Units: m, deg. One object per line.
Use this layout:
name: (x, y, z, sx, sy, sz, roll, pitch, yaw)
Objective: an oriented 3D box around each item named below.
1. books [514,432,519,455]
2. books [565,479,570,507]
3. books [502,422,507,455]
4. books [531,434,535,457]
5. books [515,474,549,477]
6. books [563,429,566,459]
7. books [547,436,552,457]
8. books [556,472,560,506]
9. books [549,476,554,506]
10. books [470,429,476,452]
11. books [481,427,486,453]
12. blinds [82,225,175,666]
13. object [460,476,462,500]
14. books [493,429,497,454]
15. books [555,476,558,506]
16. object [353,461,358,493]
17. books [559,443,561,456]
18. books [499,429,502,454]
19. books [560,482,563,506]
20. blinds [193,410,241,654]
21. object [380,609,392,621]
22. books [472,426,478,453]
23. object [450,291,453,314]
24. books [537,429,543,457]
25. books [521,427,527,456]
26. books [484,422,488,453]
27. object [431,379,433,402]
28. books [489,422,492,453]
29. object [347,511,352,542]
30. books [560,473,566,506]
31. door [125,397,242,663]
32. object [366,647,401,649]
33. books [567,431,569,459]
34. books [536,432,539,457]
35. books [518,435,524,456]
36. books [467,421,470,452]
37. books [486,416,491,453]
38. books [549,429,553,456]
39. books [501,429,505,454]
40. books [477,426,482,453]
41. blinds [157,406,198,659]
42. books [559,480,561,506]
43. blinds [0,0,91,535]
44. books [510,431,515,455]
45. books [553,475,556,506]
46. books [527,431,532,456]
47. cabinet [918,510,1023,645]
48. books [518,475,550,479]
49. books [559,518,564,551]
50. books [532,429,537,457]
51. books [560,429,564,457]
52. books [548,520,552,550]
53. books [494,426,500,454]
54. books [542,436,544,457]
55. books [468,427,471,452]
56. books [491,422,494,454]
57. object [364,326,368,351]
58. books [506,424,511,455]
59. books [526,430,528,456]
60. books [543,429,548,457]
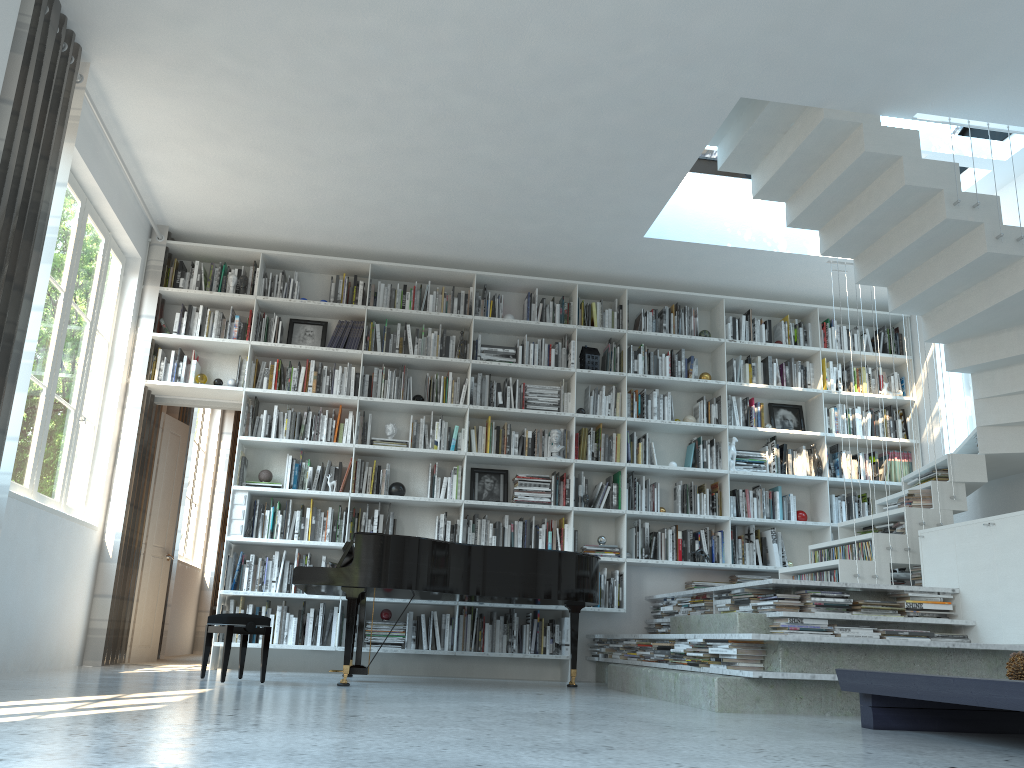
books: (0.019, 0.502, 7.021, 0.030, 0.214, 0.169, 5, -16, -8)
books: (0.420, 0.877, 6.969, 0.034, 0.228, 0.200, 5, -16, -8)
books: (-0.062, 0.462, 7.018, 0.013, 0.283, 0.177, 5, -16, -8)
books: (0.151, 0.517, 7.028, 0.029, 0.200, 0.179, 5, -16, -8)
books: (0.158, 0.732, 6.982, 0.254, 0.012, 0.161, 4, -16, -4)
books: (0.407, 0.508, 7.081, 0.014, 0.265, 0.154, 5, -16, -8)
books: (0.286, 0.531, 7.062, 0.035, 0.201, 0.149, 5, -16, -8)
books: (0.352, 0.849, 6.989, 0.011, 0.287, 0.152, 5, -16, -8)
books: (0.307, 0.860, 6.971, 0.012, 0.253, 0.161, 5, -16, -8)
books: (-0.310, 0.476, 6.966, 0.053, 0.208, 0.156, 5, -16, -8)
books: (-0.232, 0.471, 6.996, 0.029, 0.239, 0.156, 5, -16, -8)
blinds: (-2.812, 0.435, 6.712, 0.140, 3.220, 0.778, 5, -16, -8)
object: (-0.405, 0.827, 6.889, 0.017, 0.215, 0.104, 5, -16, -8)
books: (-0.149, 0.485, 7.012, 0.024, 0.228, 0.148, 5, -16, -8)
books: (0.340, 0.864, 6.984, 0.013, 0.255, 0.163, 5, -16, -8)
object: (-1.197, 0.735, 6.779, 0.012, 0.269, 0.131, 5, -16, -8)
books: (0.362, 0.509, 7.080, 0.025, 0.259, 0.131, 5, -16, -8)
books: (-0.101, 0.485, 7.005, 0.012, 0.227, 0.170, 5, -16, -8)
books: (0.378, 0.887, 6.989, 0.021, 0.216, 0.132, 5, -16, -8)
blinds: (-3.436, 1.512, 10.496, 0.140, 3.220, 0.778, 5, -16, -8)
object: (-0.924, 1.694, 6.506, 0.086, 0.087, 0.086, 12, -18, -29)
books: (-0.293, 0.464, 6.984, 0.042, 0.241, 0.162, 5, -16, -8)
object: (-0.504, -0.615, 7.247, 0.010, 0.246, 0.157, 5, -16, -8)
books: (0.214, 0.496, 7.052, 0.025, 0.258, 0.151, 5, -16, -8)
books: (0.091, 0.487, 7.040, 0.014, 0.258, 0.162, 5, -16, -8)
books: (-0.214, 0.455, 7.016, 0.010, 0.283, 0.137, 5, -16, -8)
object: (-0.644, 0.091, 7.040, 0.010, 0.224, 0.143, 5, -16, -8)
books: (-0.181, 0.453, 6.975, 0.015, 0.266, 0.189, 5, -16, -8)
object: (-1.221, 1.090, 6.666, 0.012, 0.253, 0.161, 5, -16, -8)
books: (0.398, 0.854, 6.983, 0.011, 0.278, 0.186, 5, -16, -8)
door: (-2.567, 1.180, 6.995, 0.834, 1.974, 0.789, 5, -16, -8)
object: (-0.936, 1.926, 6.478, 0.254, 0.007, 0.161, 4, -16, -5)
books: (0.436, 0.517, 7.104, 0.023, 0.264, 0.107, 5, -16, -8)
books: (0.186, 0.512, 7.062, 0.025, 0.229, 0.143, 5, -16, -8)
books: (0.057, 0.516, 7.036, 0.050, 0.198, 0.146, 5, -16, -8)
books: (-0.355, 0.444, 6.995, 0.010, 0.281, 0.140, 5, -16, -8)
books: (-0.194, 0.428, 6.981, 0.014, 0.316, 0.188, 5, -16, -8)
books: (0.309, 0.506, 7.082, 0.014, 0.262, 0.135, 5, -16, -8)
books: (-0.083, 0.485, 7.016, 0.025, 0.235, 0.137, 5, -16, -8)
books: (-0.260, 0.467, 6.998, 0.026, 0.247, 0.139, 5, -16, -8)
blinds: (-2.997, 0.755, 7.835, 0.140, 3.220, 0.778, 5, -16, -8)
books: (0.362, 0.879, 6.990, 0.013, 0.232, 0.134, 5, -16, -8)
blinds: (-2.373, -0.322, 4.051, 0.140, 3.220, 0.778, 5, -16, -8)
books: (-0.007, 0.498, 7.017, 0.024, 0.216, 0.176, 5, -16, -8)
books: (0.319, 0.857, 6.971, 0.011, 0.260, 0.185, 5, -16, -8)
books: (0.123, 0.502, 7.025, 0.029, 0.223, 0.186, 5, -16, -8)
cabinet: (2.765, 1.093, 4.840, 0.551, 0.665, 0.996, 5, -16, -8)
books: (0.157, 0.744, 6.981, 0.254, 0.012, 0.161, 6, -17, -11)
books: (0.383, 1.199, 6.901, 0.011, 0.299, 0.149, 5, -16, -8)
books: (0.174, 0.494, 7.027, 0.012, 0.244, 0.186, 5, -16, -8)
books: (0.386, 0.505, 7.096, 0.025, 0.278, 0.108, 5, -16, -8)
books: (0.292, 1.202, 6.895, 0.010, 0.283, 0.132, 5, -16, -8)
books: (-0.123, 0.474, 7.026, 0.028, 0.258, 0.135, 5, -16, -8)
books: (0.233, 0.527, 7.064, 0.022, 0.206, 0.114, 5, -16, -8)
books: (-0.345, 0.467, 6.989, 0.011, 0.234, 0.142, 5, -16, -8)
books: (-0.161, 0.452, 6.995, 0.010, 0.280, 0.171, 5, -16, -8)
object: (-1.164, -0.319, 7.059, 0.012, 0.253, 0.161, 5, -16, -8)
books: (-0.041, 0.467, 7.005, 0.028, 0.267, 0.190, 5, -16, -8)
books: (0.103, 0.499, 7.034, 0.010, 0.233, 0.175, 5, -16, -8)
books: (0.258, 0.502, 7.068, 0.024, 0.258, 0.127, 5, -16, -8)
